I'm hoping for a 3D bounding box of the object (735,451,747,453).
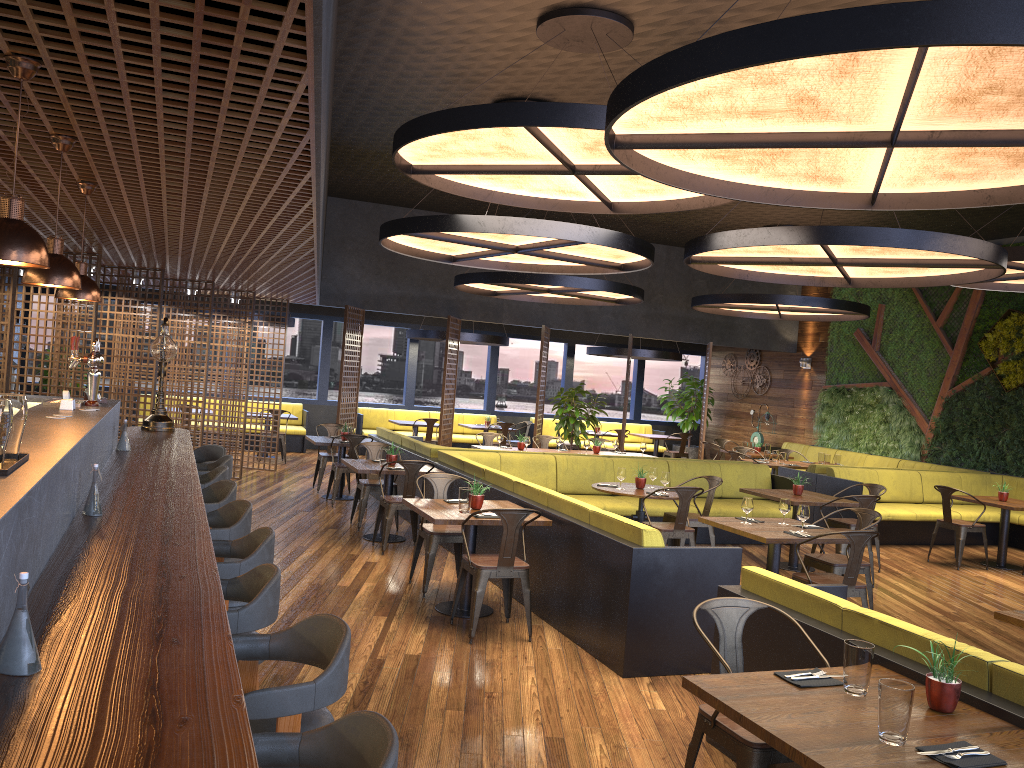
[{"bbox_3d":[3.970,1.181,15.503,0.157,0.019,0.255,4,1,-22],"label":"object"}]

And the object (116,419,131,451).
[{"bbox_3d":[-2.550,0.333,5.816,0.114,0.203,0.069,5,1,13],"label":"object"}]

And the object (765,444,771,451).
[{"bbox_3d":[4.487,1.140,15.563,0.102,0.178,0.102,5,1,15],"label":"object"}]

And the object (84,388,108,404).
[{"bbox_3d":[-2.721,0.075,5.795,0.177,0.091,0.091,5,1,44],"label":"object"}]

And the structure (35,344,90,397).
[{"bbox_3d":[-7.926,0.144,15.639,0.993,1.763,1.166,5,1,39],"label":"structure"}]

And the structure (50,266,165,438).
[{"bbox_3d":[-4.819,-0.035,10.468,1.319,2.700,0.050,5,1,9],"label":"structure"}]

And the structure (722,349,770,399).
[{"bbox_3d":[5.150,-0.249,19.641,0.058,1.178,1.791,4,1,-21],"label":"structure"}]

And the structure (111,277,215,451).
[{"bbox_3d":[-4.632,-0.032,11.657,1.319,2.700,0.050,5,1,9],"label":"structure"}]

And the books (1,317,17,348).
[{"bbox_3d":[-7.857,-0.800,13.816,0.223,0.489,0.286,4,1,-30],"label":"books"}]

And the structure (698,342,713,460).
[{"bbox_3d":[3.668,0.565,16.932,0.050,2.700,0.852,5,1,9],"label":"structure"}]

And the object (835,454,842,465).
[{"bbox_3d":[5.136,1.206,13.985,0.102,0.178,0.102,4,1,-35],"label":"object"}]

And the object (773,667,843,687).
[{"bbox_3d":[1.108,1.075,3.261,0.255,0.019,0.157,4,1,-22],"label":"object"}]

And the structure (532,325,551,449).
[{"bbox_3d":[0.504,0.330,15.711,0.050,2.700,0.852,5,1,9],"label":"structure"}]

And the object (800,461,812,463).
[{"bbox_3d":[4.767,1.255,14.250,0.157,0.019,0.255,4,1,-22],"label":"object"}]

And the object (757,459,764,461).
[{"bbox_3d":[3.986,1.197,13.949,0.157,0.019,0.255,4,1,-22],"label":"object"}]

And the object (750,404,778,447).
[{"bbox_3d":[5.157,1.213,18.326,0.459,1.615,0.848,4,1,-21],"label":"object"}]

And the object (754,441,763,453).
[{"bbox_3d":[4.313,1.080,15.560,0.238,0.271,0.260,4,1,0],"label":"object"}]

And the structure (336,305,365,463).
[{"bbox_3d":[-2.660,0.095,14.489,0.050,2.700,0.852,5,1,9],"label":"structure"}]

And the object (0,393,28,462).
[{"bbox_3d":[-1.565,0.136,2.749,0.105,0.209,0.105,5,1,14],"label":"object"}]

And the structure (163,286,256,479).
[{"bbox_3d":[-4.444,-0.029,12.846,1.319,2.700,0.050,5,1,9],"label":"structure"}]

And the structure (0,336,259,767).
[{"bbox_3d":[-2.432,0.223,3.014,2.700,2.700,9.298,4,1,-21],"label":"structure"}]

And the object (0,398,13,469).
[{"bbox_3d":[-1.480,0.144,2.517,0.105,0.209,0.105,5,1,14],"label":"object"}]

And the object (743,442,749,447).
[{"bbox_3d":[4.105,1.110,15.607,0.102,0.178,0.102,4,1,-35],"label":"object"}]

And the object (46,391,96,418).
[{"bbox_3d":[-2.346,0.107,4.762,0.200,0.106,0.766,4,1,-21],"label":"object"}]

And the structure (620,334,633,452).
[{"bbox_3d":[2.086,0.448,16.321,0.050,2.700,0.852,5,1,9],"label":"structure"}]

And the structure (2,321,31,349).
[{"bbox_3d":[-7.983,-0.739,14.241,0.293,0.563,1.220,4,1,-21],"label":"structure"}]

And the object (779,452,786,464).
[{"bbox_3d":[4.117,1.131,13.501,0.102,0.178,0.102,5,1,15],"label":"object"}]

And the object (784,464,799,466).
[{"bbox_3d":[4.215,1.220,13.372,0.255,0.019,0.157,4,1,-22],"label":"object"}]

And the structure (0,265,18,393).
[{"bbox_3d":[-5.194,-0.042,8.090,1.319,2.700,0.050,5,1,9],"label":"structure"}]

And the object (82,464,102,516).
[{"bbox_3d":[-1.684,0.422,3.572,0.069,0.203,0.114,4,1,-32],"label":"object"}]

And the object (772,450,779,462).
[{"bbox_3d":[4.117,1.128,13.865,0.102,0.178,0.102,4,1,-35],"label":"object"}]

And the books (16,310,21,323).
[{"bbox_3d":[-8.082,-1.112,14.438,0.177,0.245,0.450,4,1,-21],"label":"books"}]

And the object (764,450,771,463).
[{"bbox_3d":[3.923,1.115,13.629,0.102,0.178,0.102,4,1,-35],"label":"object"}]

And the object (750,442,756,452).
[{"bbox_3d":[4.267,1.121,15.752,0.102,0.178,0.102,5,1,15],"label":"object"}]

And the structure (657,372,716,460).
[{"bbox_3d":[4.019,0.820,20.153,1.493,2.184,1.272,4,1,-21],"label":"structure"}]

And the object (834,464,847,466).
[{"bbox_3d":[5.259,1.295,14.091,0.157,0.019,0.255,4,1,-22],"label":"object"}]

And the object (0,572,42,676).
[{"bbox_3d":[-1.025,0.490,1.839,0.114,0.203,0.069,5,1,30],"label":"object"}]

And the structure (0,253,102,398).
[{"bbox_3d":[-5.007,-0.038,9.279,1.319,2.700,0.050,5,1,9],"label":"structure"}]

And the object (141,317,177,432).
[{"bbox_3d":[-2.916,-0.082,7.401,0.263,0.944,0.566,4,1,-29],"label":"object"}]

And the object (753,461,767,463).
[{"bbox_3d":[3.787,1.185,13.525,0.157,0.019,0.255,4,1,-22],"label":"object"}]

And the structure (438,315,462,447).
[{"bbox_3d":[-1.078,0.212,15.100,0.050,2.700,0.852,5,1,9],"label":"structure"}]

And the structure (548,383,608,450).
[{"bbox_3d":[1.031,0.847,15.236,0.993,1.763,1.166,5,1,39],"label":"structure"}]

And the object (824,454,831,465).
[{"bbox_3d":[4.908,1.190,13.806,0.102,0.178,0.102,5,1,15],"label":"object"}]

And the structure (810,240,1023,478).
[{"bbox_3d":[7.619,-0.039,13.071,0.918,4.593,9.182,4,1,-22],"label":"structure"}]

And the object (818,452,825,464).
[{"bbox_3d":[4.949,1.190,14.186,0.102,0.178,0.102,4,1,-35],"label":"object"}]

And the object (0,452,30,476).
[{"bbox_3d":[-1.603,0.229,2.607,0.273,0.019,0.437,4,1,-21],"label":"object"}]

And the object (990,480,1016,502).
[{"bbox_3d":[5.781,1.244,10.447,0.260,0.271,0.238,5,1,18],"label":"object"}]

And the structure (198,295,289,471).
[{"bbox_3d":[-4.257,-0.025,14.035,1.319,2.700,0.050,5,1,9],"label":"structure"}]
